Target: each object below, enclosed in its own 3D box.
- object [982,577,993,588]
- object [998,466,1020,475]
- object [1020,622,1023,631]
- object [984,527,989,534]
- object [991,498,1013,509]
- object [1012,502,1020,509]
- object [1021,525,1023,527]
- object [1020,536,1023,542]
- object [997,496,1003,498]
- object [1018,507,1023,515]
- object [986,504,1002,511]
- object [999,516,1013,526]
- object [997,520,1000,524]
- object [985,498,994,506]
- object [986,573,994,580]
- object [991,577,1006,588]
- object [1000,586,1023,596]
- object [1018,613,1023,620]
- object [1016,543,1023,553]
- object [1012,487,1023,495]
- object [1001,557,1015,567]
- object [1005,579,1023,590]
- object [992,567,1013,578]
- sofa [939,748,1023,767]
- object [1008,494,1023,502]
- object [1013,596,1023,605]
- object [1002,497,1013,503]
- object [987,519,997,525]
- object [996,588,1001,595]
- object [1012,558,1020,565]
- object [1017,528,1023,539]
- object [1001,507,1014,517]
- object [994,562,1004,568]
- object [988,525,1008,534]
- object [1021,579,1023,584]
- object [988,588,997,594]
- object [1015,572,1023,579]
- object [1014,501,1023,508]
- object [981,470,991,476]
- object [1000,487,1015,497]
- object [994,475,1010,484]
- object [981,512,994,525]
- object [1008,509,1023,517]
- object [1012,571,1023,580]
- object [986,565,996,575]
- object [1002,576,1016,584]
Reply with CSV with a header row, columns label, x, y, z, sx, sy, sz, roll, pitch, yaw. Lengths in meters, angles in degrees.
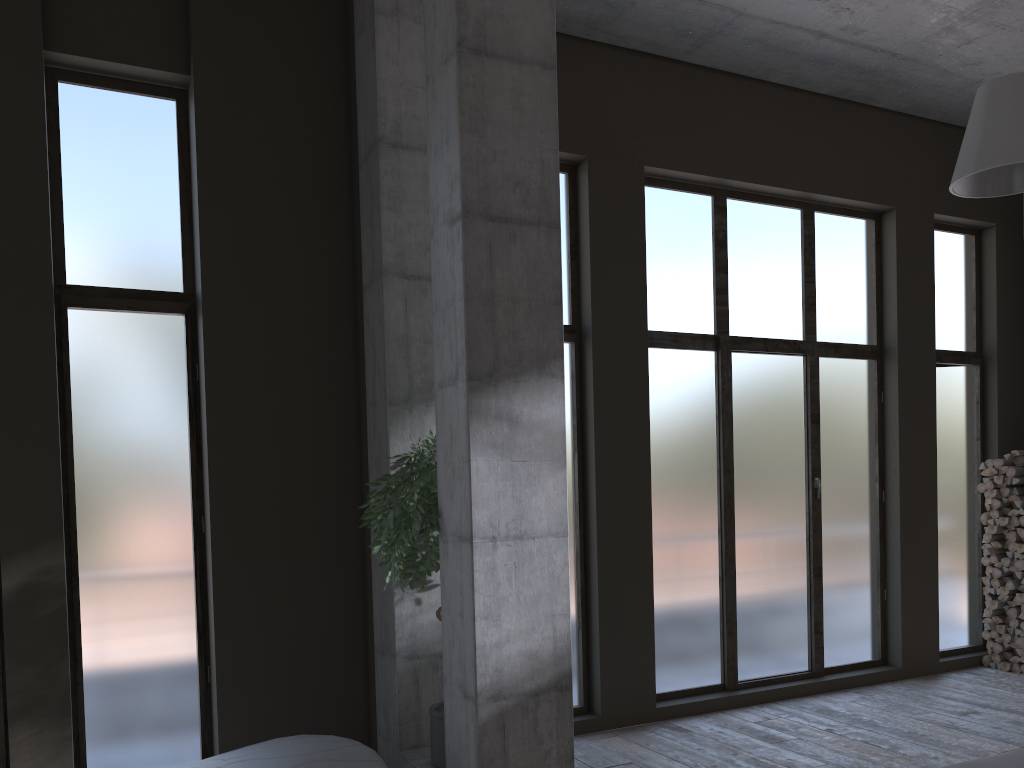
label,x,y,z,sx,sy,sz,roll,pitch,yaw
object,4.696,1.908,8.473,0.365,0.108,0.089,2,-3,-27
object,4.734,0.810,8.236,0.362,0.084,0.104,2,-5,-27
object,4.915,2.239,8.170,0.437,0.092,0.092,2,-4,-27
object,4.697,1.397,8.414,0.422,0.067,0.067,2,-4,-27
object,4.696,1.130,8.334,0.294,0.107,0.099,1,-3,-25
object,4.868,1.146,8.292,0.291,0.102,0.104,1,-4,-27
object,4.855,1.267,8.125,0.292,0.103,0.101,1,-3,-25
object,4.892,1.435,8.191,0.362,0.086,0.102,2,-4,-27
object,4.724,1.055,8.340,0.332,0.057,0.089,2,-5,-27
object,4.865,1.176,8.157,0.422,0.073,0.071,2,-4,-27
object,4.628,1.177,8.386,0.251,0.073,0.045,2,-2,-27
object,4.800,1.290,8.287,0.479,0.084,0.094,2,-4,-27
object,4.777,1.298,8.293,0.435,0.079,0.115,2,-5,-27
object,4.694,1.133,8.438,0.292,0.103,0.101,1,-3,-25
object,4.646,1.835,8.406,0.251,0.073,0.045,2,-2,-27
object,4.774,1.892,8.410,0.437,0.093,0.093,2,-4,-27
object,4.818,1.949,8.307,0.479,0.084,0.094,2,-4,-27
object,4.892,2.146,8.187,0.422,0.073,0.071,2,-4,-27
object,4.879,1.516,8.147,0.479,0.084,0.094,2,-4,-27
object,4.840,0.996,8.211,0.423,0.071,0.067,2,-4,-27
object,4.802,1.671,8.281,0.455,0.089,0.091,2,-4,-28
object,4.828,1.875,8.238,0.455,0.089,0.091,2,-4,-25
object,4.714,1.788,8.354,0.294,0.107,0.099,1,-3,-25
sofa,2.408,1.691,2.739,3.009,0.783,3.018,1,-7,-26
object,4.816,1.062,8.205,0.363,0.068,0.122,2,-6,-25
object,4.883,2.011,8.223,0.455,0.089,0.091,2,-4,-27
object,4.775,1.087,8.298,0.359,0.074,0.064,2,-3,-28
object,4.733,1.317,8.429,0.422,0.067,0.067,2,-4,-27
object,4.787,1.968,8.376,0.422,0.067,0.067,2,-4,-27
object,4.858,1.654,8.231,0.423,0.071,0.067,2,-4,-27
object,4.839,1.384,8.140,0.365,0.108,0.089,2,-3,-27
object,4.813,1.210,8.331,0.362,0.086,0.102,2,-4,-27
object,4.742,1.713,8.360,0.332,0.057,0.089,2,-5,-27
object,4.728,1.378,8.345,0.479,0.084,0.094,2,-4,-27
object,4.887,1.807,8.151,0.425,0.085,0.067,2,-3,-29
object,4.751,1.975,8.449,0.422,0.067,0.067,2,-4,-27
object,4.862,1.782,8.200,0.425,0.085,0.067,2,-3,-29
object,4.844,1.124,8.180,0.425,0.085,0.067,2,-3,-29
object,4.689,0.854,8.439,0.363,0.068,0.123,2,-6,-25
object,4.784,1.013,8.261,0.455,0.089,0.091,2,-4,-28
object,4.751,0.902,8.288,0.479,0.083,0.094,2,-4,-27
object,4.671,1.296,8.470,0.363,0.125,0.064,2,-1,-28
object,4.849,1.210,8.236,0.435,0.079,0.115,2,-5,-27
object,4.886,1.804,8.312,0.291,0.102,0.104,1,-4,-27
object,4.712,1.791,8.458,0.292,0.103,0.101,1,-3,-25
object,4.831,1.868,8.351,0.362,0.086,0.102,2,-4,-27
